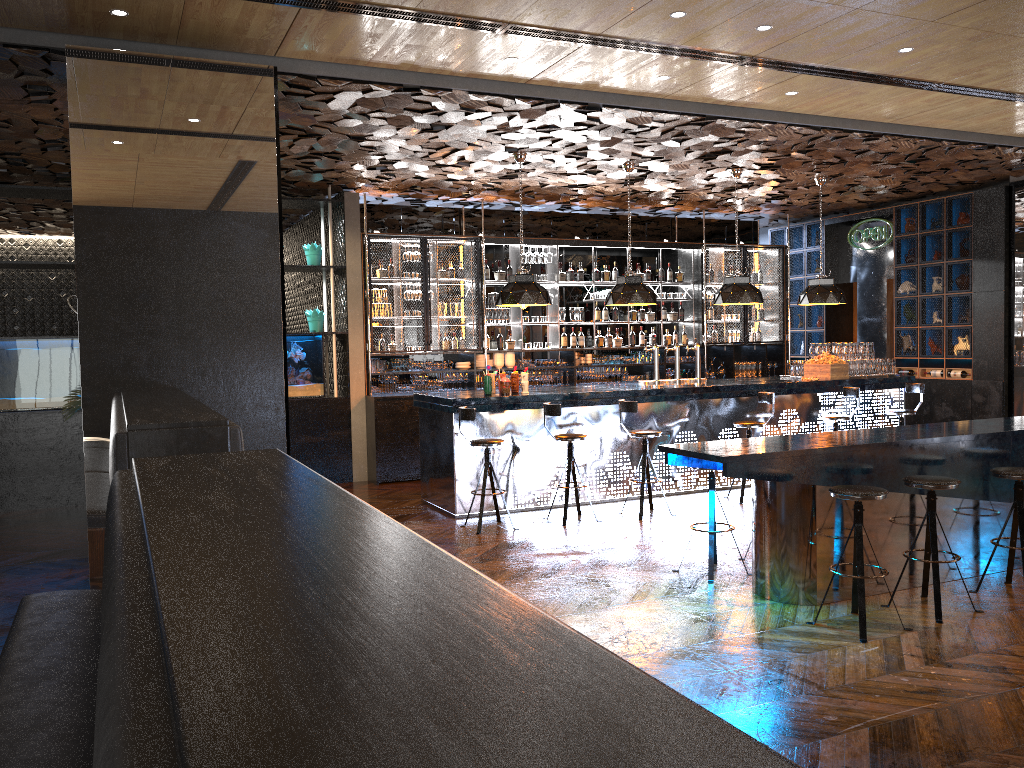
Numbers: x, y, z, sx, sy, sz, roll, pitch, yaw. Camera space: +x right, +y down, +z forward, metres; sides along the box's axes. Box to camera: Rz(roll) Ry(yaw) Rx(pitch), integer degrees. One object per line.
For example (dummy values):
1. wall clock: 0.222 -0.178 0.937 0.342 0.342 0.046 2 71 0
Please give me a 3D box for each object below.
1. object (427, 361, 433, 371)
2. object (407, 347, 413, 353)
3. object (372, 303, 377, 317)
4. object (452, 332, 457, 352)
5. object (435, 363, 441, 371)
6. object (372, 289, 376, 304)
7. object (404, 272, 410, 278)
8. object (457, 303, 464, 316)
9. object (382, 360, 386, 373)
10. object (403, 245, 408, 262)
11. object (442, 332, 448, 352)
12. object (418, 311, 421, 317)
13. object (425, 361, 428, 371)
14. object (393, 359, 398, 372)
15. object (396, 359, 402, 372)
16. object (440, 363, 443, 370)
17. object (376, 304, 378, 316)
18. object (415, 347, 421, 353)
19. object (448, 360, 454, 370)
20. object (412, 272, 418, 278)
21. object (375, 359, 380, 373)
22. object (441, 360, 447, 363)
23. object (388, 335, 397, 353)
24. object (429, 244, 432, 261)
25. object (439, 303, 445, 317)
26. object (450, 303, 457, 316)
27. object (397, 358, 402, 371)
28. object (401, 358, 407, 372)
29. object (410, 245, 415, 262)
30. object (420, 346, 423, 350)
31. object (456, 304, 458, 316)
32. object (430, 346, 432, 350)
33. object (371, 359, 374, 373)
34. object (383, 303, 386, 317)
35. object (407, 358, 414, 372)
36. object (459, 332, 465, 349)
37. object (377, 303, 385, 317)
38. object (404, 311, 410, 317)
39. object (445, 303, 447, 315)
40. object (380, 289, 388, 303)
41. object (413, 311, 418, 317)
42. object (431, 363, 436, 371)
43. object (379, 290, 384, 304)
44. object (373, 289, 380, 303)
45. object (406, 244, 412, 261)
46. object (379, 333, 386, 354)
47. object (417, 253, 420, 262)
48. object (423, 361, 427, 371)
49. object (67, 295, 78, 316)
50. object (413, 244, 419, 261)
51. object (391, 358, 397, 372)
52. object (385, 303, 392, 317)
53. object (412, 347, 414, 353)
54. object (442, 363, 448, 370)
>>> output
1. object: -1.062 -0.234 11.457 0.074 0.131 0.074 -2 3 -11
2. object: -1.328 -0.444 11.518 0.077 0.080 0.077 -1 3 15
3. object: -1.779 -0.942 11.347 0.092 0.182 0.092 -3 3 -29
4. object: -0.769 -0.563 11.853 0.075 0.260 0.075 0 3 25
5. object: -0.963 -0.223 11.503 0.078 0.103 0.078 0 3 19
6. object: -1.781 -1.129 11.446 0.092 0.182 0.092 -3 3 -29
7. object: -1.369 -1.405 11.521 0.077 0.080 0.077 -3 3 -33
8. object: -0.684 -0.987 11.788 0.092 0.182 0.092 -3 3 -29
9. object: -1.619 -0.222 11.216 0.051 0.152 0.058 -2 3 -19
10. object: -1.386 -1.705 11.574 0.081 0.213 0.081 -2 3 -18
11. object: -0.886 -0.556 11.777 0.075 0.261 0.075 0 3 25
12. object: -1.240 -0.918 11.668 0.077 0.080 0.077 0 3 30
13. object: -1.095 -0.237 11.538 0.074 0.131 0.074 -2 3 -11
14. object: -1.484 -0.241 11.391 0.087 0.170 0.087 0 3 27
15. object: -1.436 -0.237 11.283 0.087 0.170 0.087 0 3 27
16. object: -0.937 -0.227 11.606 0.078 0.099 0.078 1 3 33
17. object: -1.729 -0.949 11.474 0.092 0.182 0.092 -3 3 -29
18. object: -1.228 -0.447 11.550 0.077 0.080 0.077 -3 4 -38
19. object: -0.803 -0.249 11.667 0.074 0.131 0.074 -2 3 -11
20. object: -1.264 -1.409 11.546 0.077 0.080 0.077 -1 3 12
21. object: -1.702 -0.230 11.199 0.067 0.174 0.067 -1 3 15
22. object: -0.903 -0.254 11.817 0.074 0.131 0.074 -2 3 -11
23. object: -1.545 -0.518 11.464 0.108 0.244 0.108 -2 3 -10
24. object: -1.078 -1.711 11.553 0.081 0.213 0.081 -2 3 -18
25. object: -0.922 -0.977 11.679 0.092 0.182 0.092 -3 3 -29
26. object: -0.779 -0.984 11.769 0.092 0.182 0.092 -3 3 -29
27. object: -1.446 -0.248 11.525 0.087 0.170 0.087 0 3 27
28. object: -1.387 -0.243 11.393 0.087 0.170 0.087 0 3 27
29. object: -1.298 -1.709 11.613 0.081 0.213 0.081 -2 3 -18
30. object: -1.193 -0.453 11.660 0.077 0.080 0.077 0 3 32
31. object: -0.713 -0.991 11.879 0.092 0.182 0.092 -3 3 -29
32. object: -1.086 -0.455 11.647 0.077 0.080 0.077 -3 3 -36
33. object: -1.770 -0.227 11.156 0.067 0.174 0.067 -2 3 -16
34. object: -1.638 -0.952 11.505 0.092 0.182 0.092 -3 3 -29
35. object: -1.293 -0.243 11.335 0.087 0.170 0.087 0 3 27
36. object: -0.666 -0.566 11.876 0.075 0.260 0.075 0 3 25
37. object: -1.684 -0.946 11.390 0.092 0.182 0.092 -3 3 -29
38. object: -1.363 -0.910 11.547 0.077 0.080 0.077 -2 3 -12
39. object: -0.912 -0.983 11.794 0.092 0.182 0.092 -3 3 -29
40. object: -1.647 -1.130 11.407 0.092 0.182 0.092 -3 3 -29
41. object: -1.256 -0.912 11.553 0.077 0.080 0.077 1 4 44
42. object: -1.019 -0.225 11.570 0.078 0.103 0.078 0 3 19
43. object: -1.683 -1.133 11.478 0.092 0.182 0.092 -3 3 -29
44. object: -1.737 -1.126 11.358 0.092 0.182 0.092 -3 3 -29
45. object: -1.327 -1.700 11.442 0.081 0.213 0.081 -2 3 -18
46. object: -1.667 -0.521 11.399 0.075 0.260 0.075 -1 3 10
47. object: -1.219 -1.712 11.648 0.081 0.213 0.081 -2 3 -18
48. object: -1.130 -0.240 11.617 0.074 0.131 0.074 -2 3 -11
49. object: -4.778 -0.779 10.106 0.458 0.472 0.250 -1 3 3
50. object: -1.239 -1.704 11.481 0.081 0.213 0.081 -2 3 -18
51. object: -1.533 -0.245 11.499 0.087 0.170 0.087 0 3 27
52. object: -1.588 -0.949 11.421 0.092 0.182 0.092 -3 3 -29
53. object: -1.327 -0.451 11.681 0.077 0.080 0.077 -1 3 15
54. object: -0.870 -0.225 11.537 0.078 0.099 0.078 1 3 33
